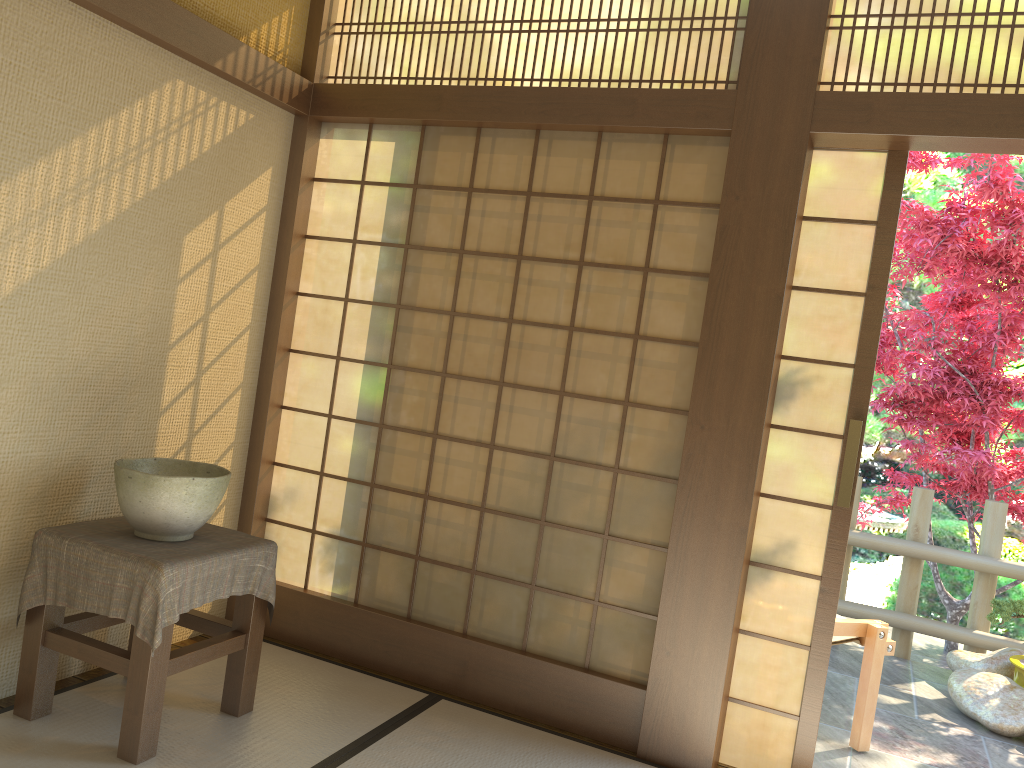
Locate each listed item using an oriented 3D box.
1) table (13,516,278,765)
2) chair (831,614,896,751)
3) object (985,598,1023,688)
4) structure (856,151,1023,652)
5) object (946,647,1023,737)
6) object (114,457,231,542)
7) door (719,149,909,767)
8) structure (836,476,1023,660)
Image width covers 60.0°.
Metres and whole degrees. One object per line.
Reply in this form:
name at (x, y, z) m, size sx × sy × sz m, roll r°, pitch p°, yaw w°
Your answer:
table at (-1.183, 0.781, 2.893) m, size 0.633 × 0.595 × 0.629 m, roll 9°, pitch 2°, yaw 22°
chair at (1.167, 1.199, 3.975) m, size 0.704 × 0.598 × 0.698 m, roll 8°, pitch 2°, yaw -21°
object at (2.995, 1.077, 4.403) m, size 0.586 × 1.362 × 1.032 m, roll 7°, pitch 2°, yaw -41°
structure at (2.969, -0.165, 6.046) m, size 3.045 × 4.004 × 3.412 m, roll 7°, pitch 2°, yaw -35°
object at (2.859, 1.615, 4.428) m, size 1.260 × 0.276 × 1.147 m, roll 9°, pitch 2°, yaw 19°
object at (-1.112, 0.380, 2.877) m, size 0.358 × 0.230 × 0.357 m, roll 8°, pitch 2°, yaw -8°
door at (0.326, 0.182, 3.415) m, size 1.894 × 2.380 × 0.073 m, roll 9°, pitch 2°, yaw 23°
structure at (3.169, 1.299, 5.011) m, size 7.456 × 1.136 × 0.245 m, roll 9°, pitch 2°, yaw 23°
